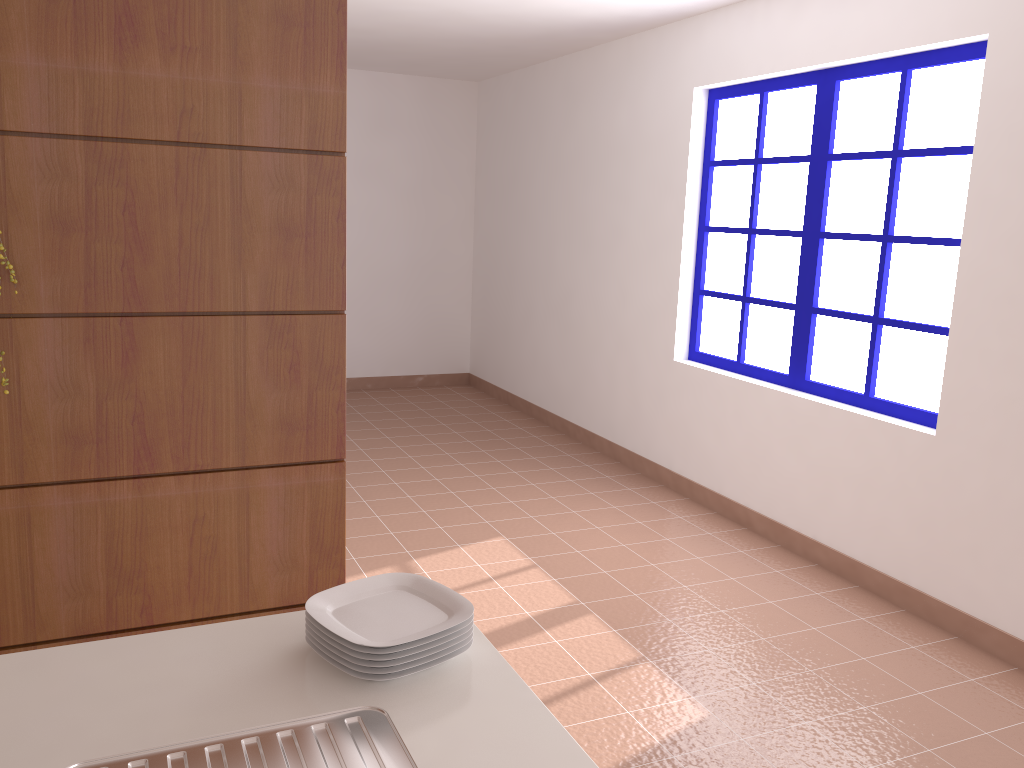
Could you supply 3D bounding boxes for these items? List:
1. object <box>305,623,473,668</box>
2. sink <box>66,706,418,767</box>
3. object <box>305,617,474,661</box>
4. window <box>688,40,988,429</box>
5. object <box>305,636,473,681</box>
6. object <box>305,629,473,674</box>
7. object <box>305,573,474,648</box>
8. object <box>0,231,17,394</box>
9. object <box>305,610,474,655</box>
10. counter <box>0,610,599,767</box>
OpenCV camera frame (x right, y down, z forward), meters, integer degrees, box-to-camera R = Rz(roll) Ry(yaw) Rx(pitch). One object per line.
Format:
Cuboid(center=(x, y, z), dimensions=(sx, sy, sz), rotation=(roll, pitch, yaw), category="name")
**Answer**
Cuboid(center=(-0.189, 0.382, 1.373), dimensions=(0.228, 0.020, 0.228), rotation=(-8, 15, -42), category="object")
Cuboid(center=(-0.227, 0.508, 0.850), dimensions=(0.404, 0.368, 0.668), rotation=(-3, 12, -24), category="sink")
Cuboid(center=(-0.189, 0.372, 1.371), dimensions=(0.228, 0.020, 0.228), rotation=(-8, 15, -42), category="object")
Cuboid(center=(1.364, -0.676, 4.013), dimensions=(0.035, 1.430, 1.699), rotation=(-3, 12, -24), category="window")
Cuboid(center=(-0.190, 0.402, 1.377), dimensions=(0.228, 0.020, 0.228), rotation=(-8, 15, -42), category="object")
Cuboid(center=(-0.190, 0.392, 1.375), dimensions=(0.228, 0.020, 0.228), rotation=(-8, 15, -42), category="object")
Cuboid(center=(-0.188, 0.352, 1.368), dimensions=(0.228, 0.020, 0.228), rotation=(-8, 15, -42), category="object")
Cuboid(center=(-1.231, -0.510, 1.914), dimensions=(0.279, 1.344, 0.297), rotation=(7, 12, 24), category="object")
Cuboid(center=(-0.189, 0.362, 1.369), dimensions=(0.228, 0.020, 0.228), rotation=(-8, 15, -42), category="object")
Cuboid(center=(-0.068, 0.985, 0.552), dimensions=(0.821, 0.800, 2.156), rotation=(-3, 12, -24), category="counter")
